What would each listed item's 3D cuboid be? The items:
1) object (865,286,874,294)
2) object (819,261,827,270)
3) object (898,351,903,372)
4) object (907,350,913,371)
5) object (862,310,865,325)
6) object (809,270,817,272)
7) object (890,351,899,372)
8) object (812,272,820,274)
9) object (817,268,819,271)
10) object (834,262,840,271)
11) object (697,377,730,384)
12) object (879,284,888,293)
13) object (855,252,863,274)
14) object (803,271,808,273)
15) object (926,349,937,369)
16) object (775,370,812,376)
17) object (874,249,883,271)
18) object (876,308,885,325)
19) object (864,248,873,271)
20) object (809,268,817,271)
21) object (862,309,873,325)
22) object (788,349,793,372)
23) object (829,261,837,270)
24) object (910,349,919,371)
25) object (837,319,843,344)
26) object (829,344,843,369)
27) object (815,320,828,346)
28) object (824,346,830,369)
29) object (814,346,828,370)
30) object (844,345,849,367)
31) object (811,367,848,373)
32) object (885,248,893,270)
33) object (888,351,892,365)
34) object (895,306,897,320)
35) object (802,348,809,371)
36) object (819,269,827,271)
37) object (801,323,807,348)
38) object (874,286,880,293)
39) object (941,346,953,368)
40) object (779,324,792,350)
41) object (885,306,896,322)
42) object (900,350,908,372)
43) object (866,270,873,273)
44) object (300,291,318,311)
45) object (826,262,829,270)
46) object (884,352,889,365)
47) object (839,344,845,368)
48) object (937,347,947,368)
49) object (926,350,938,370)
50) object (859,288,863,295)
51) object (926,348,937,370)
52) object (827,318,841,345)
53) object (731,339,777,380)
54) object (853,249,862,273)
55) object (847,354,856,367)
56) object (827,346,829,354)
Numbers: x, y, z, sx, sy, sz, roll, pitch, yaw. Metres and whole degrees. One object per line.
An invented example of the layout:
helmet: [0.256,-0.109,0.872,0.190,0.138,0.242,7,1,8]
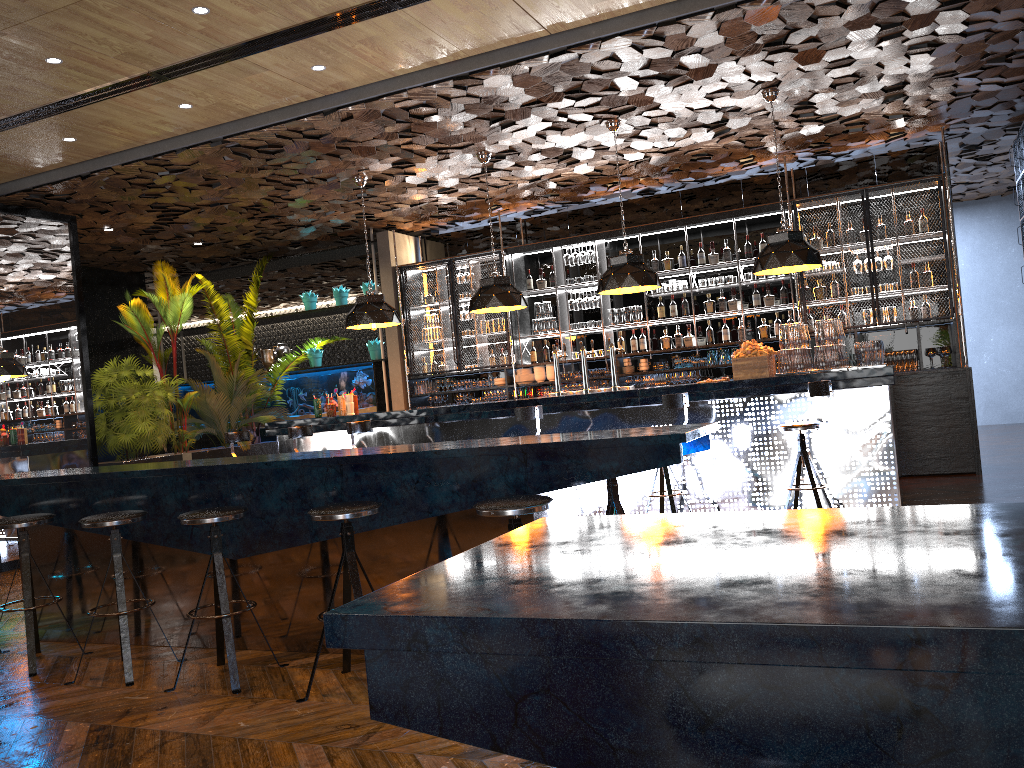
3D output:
object: [3.945,-1.028,9.770,0.089,0.092,0.089,-6,-1,25]
object: [3.480,-1.329,9.941,0.089,0.092,0.089,-5,-1,-40]
object: [4.188,-0.245,9.585,0.079,0.231,0.079,-6,-1,26]
object: [4.274,-0.254,9.544,0.079,0.231,0.079,-5,-1,4]
object: [3.946,-0.719,9.836,0.105,0.209,0.105,-5,-1,9]
object: [3.376,-1.299,9.962,0.089,0.092,0.089,-5,-1,-40]
object: [4.112,-0.239,9.522,0.079,0.231,0.079,-5,-1,-39]
object: [3.455,-1.305,10.084,0.089,0.092,0.089,-5,-1,-43]
object: [3.453,-1.327,10.085,0.089,0.092,0.089,-5,-1,-43]
object: [3.664,-1.326,10.025,0.089,0.092,0.089,-5,-1,-40]
object: [1.707,-0.028,7.531,0.377,0.045,0.198,-5,-1,-27]
object: [4.050,-1.040,9.656,0.089,0.092,0.089,-5,-1,8]
object: [3.865,-1.357,9.905,0.092,0.244,0.092,-6,-1,18]
object: [3.300,-1.291,10.033,0.089,0.092,0.089,-5,-1,-20]
object: [4.523,-0.274,9.555,0.101,0.227,0.101,-5,-1,2]
object: [2.351,-0.090,7.364,0.273,0.019,0.437,-6,-1,24]
object: [4.055,-1.375,9.820,0.092,0.244,0.092,-6,-1,18]
object: [4.041,-0.729,9.736,0.105,0.209,0.105,-5,-1,9]
object: [3.898,-1.362,9.710,0.092,0.244,0.092,-6,-1,18]
object: [3.374,-1.321,9.962,0.089,0.092,0.089,-5,-1,-40]
object: [3.906,-0.716,9.728,0.105,0.209,0.105,-5,-1,9]
object: [2.288,-0.182,7.364,0.105,0.209,0.105,-5,-1,-41]
object: [3.576,-1.319,9.885,0.089,0.092,0.089,-5,-1,-15]
object: [4.287,-0.256,9.441,0.079,0.231,0.079,-6,-1,20]
object: [2.656,-0.427,7.274,0.105,0.209,0.105,-5,-1,-41]
object: [2.596,-0.213,7.123,0.105,0.209,0.105,-5,-1,-41]
object: [2.513,-0.414,7.205,0.105,0.209,0.105,-5,-1,-41]
object: [2.548,-0.207,7.256,0.105,0.209,0.105,-5,-1,-41]
object: [2.490,-0.203,7.156,0.105,0.209,0.105,-5,-1,-41]
object: [2.878,-0.234,7.740,0.105,0.209,0.105,-5,-1,-41]
object: [2.611,-0.116,7.257,0.273,0.019,0.437,-6,-1,24]
object: [4.149,-1.385,9.777,0.092,0.244,0.092,-6,-1,18]
object: [4.104,-0.237,9.617,0.079,0.231,0.079,-6,-1,34]
object: [4.170,-0.741,9.731,0.105,0.209,0.105,-5,-1,9]
object: [2.390,-0.192,7.326,0.105,0.209,0.105,-5,-1,-41]
object: [3.482,-1.309,9.941,0.089,0.092,0.089,-5,-1,-40]
object: [2.396,-0.401,7.382,0.105,0.209,0.105,-5,-1,-41]
object: [4.055,-1.038,9.843,0.089,0.092,0.089,-5,-1,0]
object: [4.585,-0.282,9.343,0.101,0.227,0.101,-5,-1,2]
object: [2.253,-0.389,7.313,0.105,0.209,0.105,-5,-1,-41]
object: [4.115,-0.737,9.638,0.105,0.209,0.105,-5,-1,9]
object: [4.193,-0.247,9.481,0.079,0.231,0.079,-5,-1,-30]
object: [3.965,-1.366,9.860,0.092,0.244,0.092,-6,-1,18]
object: [-2.918,-1.189,12.775,0.265,0.325,0.245,-5,-1,-12]
object: [3.573,-1.337,10.072,0.089,0.092,0.089,-5,-1,10]
object: [4.023,-0.230,9.563,0.079,0.231,0.079,-5,-1,0]
object: [2.650,-0.217,7.218,0.105,0.209,0.105,-5,-1,-41]
object: [4.629,-0.285,9.538,0.101,0.227,0.101,-5,-1,2]
object: [4.481,-0.271,9.460,0.101,0.227,0.101,-5,-1,2]
object: [3.859,-1.019,9.857,0.089,0.092,0.089,-5,-1,-9]
object: [4.438,-0.268,9.365,0.101,0.227,0.101,-5,-1,2]
object: [2.597,-0.423,7.172,0.105,0.209,0.105,-5,-1,-41]
object: [2.051,-0.214,7.477,0.340,0.332,0.464,-6,-1,27]
object: [3.798,-1.352,9.755,0.092,0.244,0.092,-6,-1,18]
object: [3.710,-0.207,9.775,0.158,0.248,0.158,-6,-1,19]
object: [2.596,-0.211,7.365,0.105,0.209,0.105,-5,-1,-41]
